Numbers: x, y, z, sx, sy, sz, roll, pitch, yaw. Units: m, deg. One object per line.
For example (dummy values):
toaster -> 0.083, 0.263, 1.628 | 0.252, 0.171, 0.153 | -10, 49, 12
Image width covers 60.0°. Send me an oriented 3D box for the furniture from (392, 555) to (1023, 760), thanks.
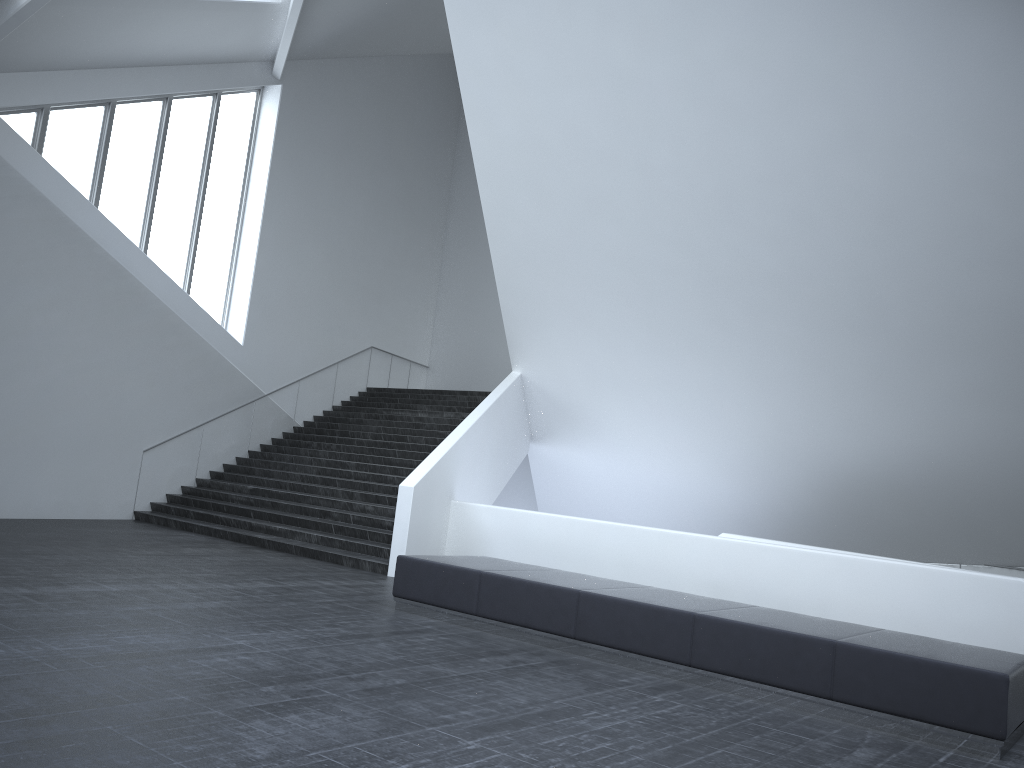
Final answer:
furniture -> 1.465, 2.286, 8.242 | 5.742, 0.580, 1.488 | 2, -8, 37
